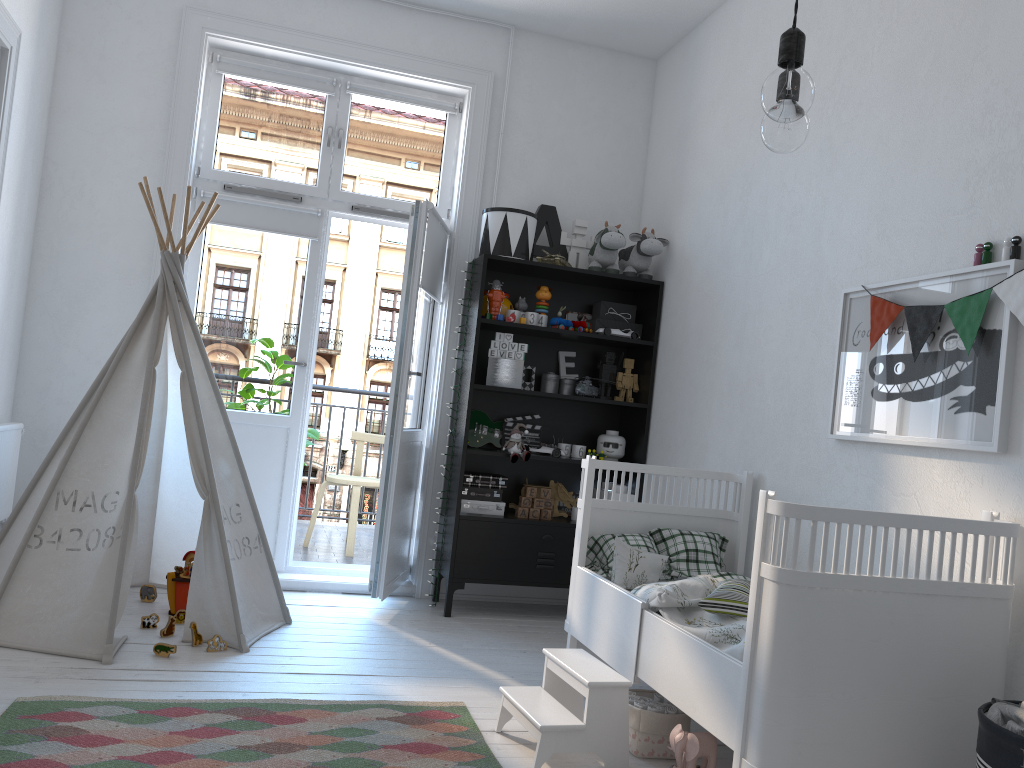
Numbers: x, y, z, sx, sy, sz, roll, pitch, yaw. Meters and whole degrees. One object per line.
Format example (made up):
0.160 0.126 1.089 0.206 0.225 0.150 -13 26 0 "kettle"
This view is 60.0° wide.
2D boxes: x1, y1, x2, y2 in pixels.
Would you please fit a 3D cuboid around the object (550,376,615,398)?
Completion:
0.366 0.016 4.382 0.368 0.105 0.349 7 -2 -13 "object"

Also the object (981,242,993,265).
1.262 -0.345 2.353 0.025 0.064 0.025 7 -2 -17 "object"

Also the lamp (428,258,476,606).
0.133 0.277 4.403 0.985 1.684 0.095 7 -2 -18 "lamp"

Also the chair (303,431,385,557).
-0.951 0.660 5.475 0.436 0.715 0.498 5 -2 30 "chair"

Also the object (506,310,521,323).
0.004 -0.316 4.229 0.067 0.067 0.067 7 -2 -14 "object"

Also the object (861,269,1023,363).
1.228 -0.265 2.425 0.058 0.414 0.905 7 -2 -16 "object"

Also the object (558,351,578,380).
0.287 -0.093 4.526 0.107 0.151 0.055 7 -2 -15 "object"

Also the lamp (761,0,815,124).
0.046 -1.159 1.778 0.074 1.529 1.381 8 -2 -40 "lamp"

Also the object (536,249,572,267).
0.199 -0.610 4.309 0.121 0.100 0.338 5 -2 20 "object"

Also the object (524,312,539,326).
0.092 -0.307 4.238 0.067 0.067 0.067 7 -2 -14 "object"

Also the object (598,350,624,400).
0.490 -0.044 4.469 0.117 0.259 0.081 7 -2 -15 "object"

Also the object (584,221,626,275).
0.456 -0.653 4.367 0.154 0.253 0.370 6 -2 -7 "object"

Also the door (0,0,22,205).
-2.063 -0.256 2.984 0.505 2.176 1.465 7 -2 -31 "door"

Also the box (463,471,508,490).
-0.146 0.465 4.282 0.216 0.062 0.179 7 -2 -15 "box"

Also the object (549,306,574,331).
0.247 -0.316 4.320 0.121 0.126 0.087 8 -2 -38 "object"

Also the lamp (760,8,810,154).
0.084 -1.150 1.912 0.074 1.529 1.381 8 -2 -40 "lamp"

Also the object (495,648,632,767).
0.150 0.932 2.561 0.288 0.245 0.332 7 -2 -20 "object"

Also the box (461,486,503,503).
-0.170 0.523 4.274 0.216 0.062 0.179 7 -2 -15 "box"

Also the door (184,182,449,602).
-0.965 0.013 4.150 1.264 1.838 0.637 7 -2 -13 "door"

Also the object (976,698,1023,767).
1.076 0.863 1.707 0.345 0.513 0.346 7 -2 -25 "object"

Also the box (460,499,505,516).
-0.159 0.587 4.277 0.216 0.062 0.179 7 -2 -15 "box"

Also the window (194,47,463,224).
-0.888 -1.225 4.428 1.263 0.660 0.101 7 -2 -15 "window"

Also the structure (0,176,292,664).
-1.394 0.052 3.482 1.143 1.749 1.143 8 -2 -39 "structure"

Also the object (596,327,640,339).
0.517 -0.247 4.346 0.231 0.048 0.098 7 -2 -25 "object"

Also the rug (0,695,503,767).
-0.517 0.944 1.714 1.320 0.016 2.028 7 -2 -15 "rug"

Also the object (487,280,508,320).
-0.072 -0.394 4.209 0.105 0.203 0.072 6 -2 -8 "object"

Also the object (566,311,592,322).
0.442 -0.291 4.579 0.347 0.131 0.037 7 -2 -15 "object"

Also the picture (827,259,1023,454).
1.167 -0.068 2.578 0.030 0.492 0.703 7 -2 -15 "picture"

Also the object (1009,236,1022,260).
1.285 -0.346 2.261 0.025 0.064 0.025 7 -2 -22 "object"

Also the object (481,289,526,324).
-0.059 -0.386 4.285 0.197 0.197 0.318 7 -2 -19 "object"

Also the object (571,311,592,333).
0.341 -0.303 4.390 0.087 0.112 0.122 8 -3 -44 "object"

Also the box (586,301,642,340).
0.522 -0.312 4.492 0.251 0.189 0.179 7 -2 -15 "box"

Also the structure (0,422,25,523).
-2.088 0.391 3.619 0.075 0.460 0.635 7 -2 -19 "structure"

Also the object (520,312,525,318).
0.044 -0.310 4.286 0.067 0.067 0.067 8 -3 -41 "object"

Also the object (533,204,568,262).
0.162 -0.730 4.489 0.343 0.344 0.057 7 -2 -15 "object"

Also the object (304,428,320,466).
-1.505 0.337 5.351 0.720 1.224 0.489 6 -2 -5 "object"

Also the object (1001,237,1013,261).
1.278 -0.346 2.285 0.025 0.064 0.025 7 -2 -20 "object"

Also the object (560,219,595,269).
0.333 -0.683 4.504 0.190 0.290 0.065 6 -2 -10 "object"

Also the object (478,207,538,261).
-0.006 -0.710 4.366 0.272 0.259 0.395 6 -2 13 "object"

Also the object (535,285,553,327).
0.147 -0.372 4.293 0.077 0.213 0.077 6 -2 18 "object"

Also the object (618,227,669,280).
0.600 -0.636 4.411 0.211 0.253 0.386 7 -2 -32 "object"

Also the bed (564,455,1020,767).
0.698 0.701 2.681 0.670 0.832 1.404 7 -2 -15 "bed"

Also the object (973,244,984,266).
1.255 -0.345 2.380 0.025 0.064 0.025 7 -2 -20 "object"

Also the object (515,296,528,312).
0.043 -0.353 4.392 0.063 0.160 0.063 7 -2 -37 "object"

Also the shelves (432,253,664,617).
0.175 0.283 4.349 0.911 1.677 0.353 7 -2 -15 "shelves"

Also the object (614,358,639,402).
0.577 -0.016 4.429 0.114 0.221 0.052 7 -2 -16 "object"
